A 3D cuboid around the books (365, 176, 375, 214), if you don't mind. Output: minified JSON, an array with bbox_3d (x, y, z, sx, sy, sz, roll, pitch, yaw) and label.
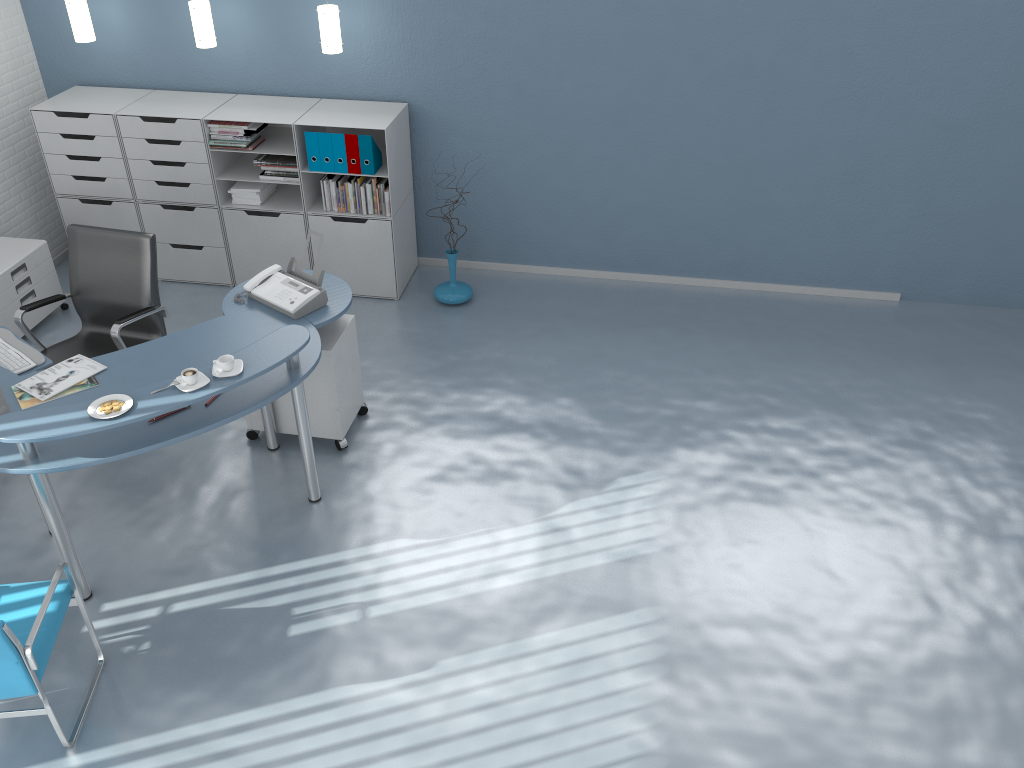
[{"bbox_3d":[-0.881,-1.198,5.596,0.040,0.203,0.157,5,34,7],"label":"books"}]

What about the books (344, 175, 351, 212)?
[{"bbox_3d":[-1.022,-1.210,5.622,0.032,0.193,0.146,5,34,7],"label":"books"}]

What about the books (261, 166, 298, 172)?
[{"bbox_3d":[-1.428,-1.391,5.602,0.251,0.034,0.197,5,34,7],"label":"books"}]

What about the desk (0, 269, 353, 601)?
[{"bbox_3d":[-1.787,0.173,3.991,2.282,0.900,1.402,-9,35,-13],"label":"desk"}]

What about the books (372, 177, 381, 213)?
[{"bbox_3d":[-0.844,-1.210,5.591,0.032,0.229,0.138,5,34,7],"label":"books"}]

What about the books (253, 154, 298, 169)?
[{"bbox_3d":[-1.446,-1.417,5.572,0.283,0.041,0.224,5,34,7],"label":"books"}]

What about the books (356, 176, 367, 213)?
[{"bbox_3d":[-0.943,-1.222,5.591,0.021,0.247,0.157,5,34,7],"label":"books"}]

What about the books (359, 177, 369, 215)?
[{"bbox_3d":[-0.918,-1.189,5.599,0.032,0.184,0.173,5,34,7],"label":"books"}]

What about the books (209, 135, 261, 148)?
[{"bbox_3d":[-1.729,-1.531,5.543,0.240,0.034,0.234,5,34,7],"label":"books"}]

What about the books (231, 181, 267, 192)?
[{"bbox_3d":[-1.688,-1.310,5.762,0.190,0.015,0.270,2,34,3],"label":"books"}]

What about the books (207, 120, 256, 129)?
[{"bbox_3d":[-1.718,-1.625,5.491,0.258,0.024,0.212,5,34,7],"label":"books"}]

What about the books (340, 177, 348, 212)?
[{"bbox_3d":[-1.049,-1.201,5.626,0.021,0.172,0.157,5,34,7],"label":"books"}]

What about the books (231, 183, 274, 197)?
[{"bbox_3d":[-1.681,-1.287,5.782,0.190,0.015,0.270,7,35,9],"label":"books"}]

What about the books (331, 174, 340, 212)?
[{"bbox_3d":[-1.102,-1.216,5.626,0.022,0.198,0.157,5,34,7],"label":"books"}]

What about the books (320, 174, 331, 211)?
[{"bbox_3d":[-1.165,-1.224,5.633,0.040,0.203,0.157,5,34,7],"label":"books"}]

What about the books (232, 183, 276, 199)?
[{"bbox_3d":[-1.682,-1.270,5.785,0.190,0.015,0.270,5,34,7],"label":"books"}]

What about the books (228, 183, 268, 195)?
[{"bbox_3d":[-1.700,-1.293,5.765,0.190,0.015,0.270,5,34,7],"label":"books"}]

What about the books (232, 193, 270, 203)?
[{"bbox_3d":[-1.689,-1.248,5.804,0.190,0.015,0.270,4,34,5],"label":"books"}]

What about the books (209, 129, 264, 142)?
[{"bbox_3d":[-1.715,-1.568,5.529,0.265,0.044,0.212,5,34,7],"label":"books"}]

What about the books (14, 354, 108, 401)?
[{"bbox_3d":[-1.895,-0.030,3.732,0.200,0.010,0.300,21,39,27],"label":"books"}]

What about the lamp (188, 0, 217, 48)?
[{"bbox_3d":[-1.864,-2.807,4.925,0.120,1.786,0.120,-19,39,-26],"label":"lamp"}]

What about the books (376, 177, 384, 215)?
[{"bbox_3d":[-0.819,-1.190,5.589,0.022,0.198,0.157,5,34,7],"label":"books"}]

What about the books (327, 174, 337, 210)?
[{"bbox_3d":[-1.127,-1.237,5.629,0.032,0.229,0.138,5,34,7],"label":"books"}]

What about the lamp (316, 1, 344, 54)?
[{"bbox_3d":[-1.074,-2.733,4.822,0.120,1.786,0.120,-19,39,-26],"label":"lamp"}]

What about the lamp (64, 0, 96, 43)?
[{"bbox_3d":[-2.654,-2.880,5.028,0.120,1.786,0.120,-19,39,-26],"label":"lamp"}]

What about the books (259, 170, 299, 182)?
[{"bbox_3d":[-1.436,-1.340,5.629,0.265,0.034,0.212,5,34,7],"label":"books"}]

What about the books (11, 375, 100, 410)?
[{"bbox_3d":[-1.894,0.007,3.680,0.300,0.005,0.200,-22,40,-29],"label":"books"}]

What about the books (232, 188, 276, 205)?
[{"bbox_3d":[-1.689,-1.235,5.813,0.190,0.015,0.270,5,34,7],"label":"books"}]

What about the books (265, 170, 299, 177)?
[{"bbox_3d":[-1.416,-1.362,5.610,0.224,0.023,0.212,5,34,7],"label":"books"}]

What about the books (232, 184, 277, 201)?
[{"bbox_3d":[-1.680,-1.261,5.798,0.190,0.015,0.270,6,35,9],"label":"books"}]

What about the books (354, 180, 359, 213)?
[{"bbox_3d":[-0.962,-1.206,5.607,0.017,0.203,0.155,5,34,7],"label":"books"}]

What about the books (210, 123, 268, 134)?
[{"bbox_3d":[-1.696,-1.606,5.515,0.298,0.034,0.187,5,34,7],"label":"books"}]

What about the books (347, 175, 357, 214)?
[{"bbox_3d":[-0.990,-1.211,5.602,0.038,0.217,0.166,5,34,7],"label":"books"}]

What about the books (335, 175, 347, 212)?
[{"bbox_3d":[-1.076,-1.216,5.621,0.032,0.203,0.157,5,34,7],"label":"books"}]

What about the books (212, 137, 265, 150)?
[{"bbox_3d":[-1.715,-1.515,5.567,0.265,0.019,0.209,5,34,7],"label":"books"}]
